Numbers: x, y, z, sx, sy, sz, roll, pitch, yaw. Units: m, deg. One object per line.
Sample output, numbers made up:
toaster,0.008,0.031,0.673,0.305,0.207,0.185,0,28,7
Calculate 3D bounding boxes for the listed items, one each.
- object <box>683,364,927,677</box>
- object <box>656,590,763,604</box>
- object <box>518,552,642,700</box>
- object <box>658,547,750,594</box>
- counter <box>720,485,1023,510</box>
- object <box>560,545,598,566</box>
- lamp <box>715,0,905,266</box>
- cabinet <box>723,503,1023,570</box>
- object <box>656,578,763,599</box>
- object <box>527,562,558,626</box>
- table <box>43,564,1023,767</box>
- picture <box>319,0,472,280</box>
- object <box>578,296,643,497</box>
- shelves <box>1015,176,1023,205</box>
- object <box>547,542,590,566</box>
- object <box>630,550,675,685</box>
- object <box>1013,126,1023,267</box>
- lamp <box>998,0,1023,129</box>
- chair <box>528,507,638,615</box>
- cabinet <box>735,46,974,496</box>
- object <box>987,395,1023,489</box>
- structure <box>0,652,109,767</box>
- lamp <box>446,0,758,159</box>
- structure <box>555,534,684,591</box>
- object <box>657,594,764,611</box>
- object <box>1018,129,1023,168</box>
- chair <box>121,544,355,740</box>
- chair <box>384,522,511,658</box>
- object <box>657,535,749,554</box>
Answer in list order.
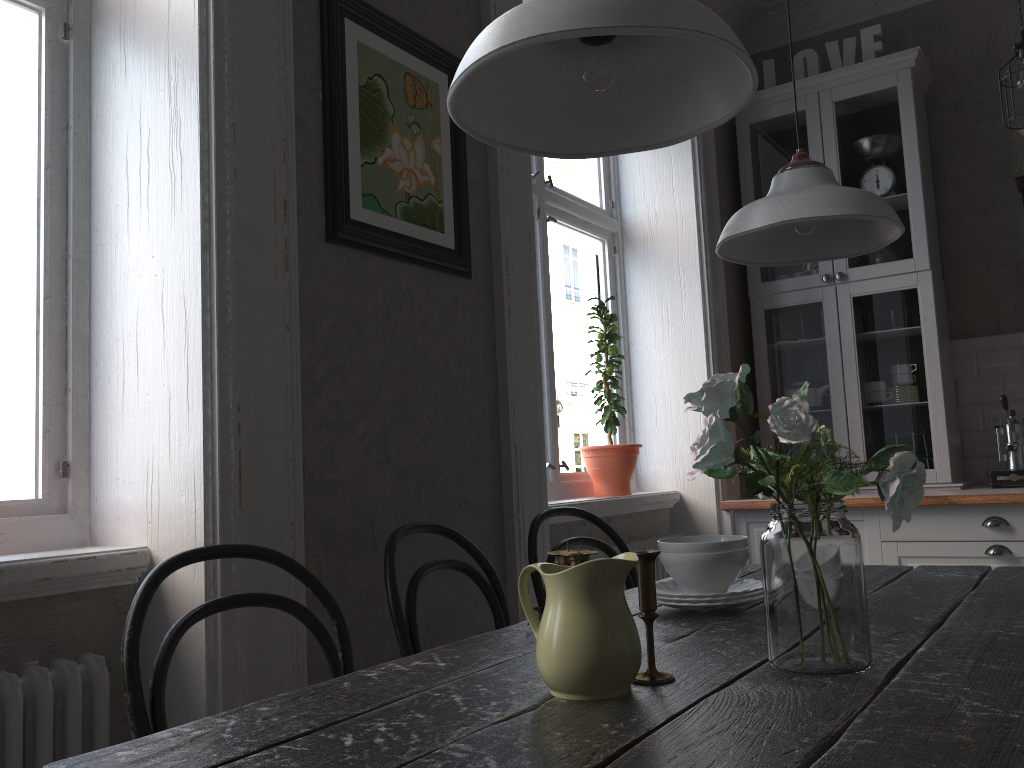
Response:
object,0.396,0.173,1.195,0.306,0.414,0.256,-6,-7,31
object,0.382,0.416,1.738,0.237,0.027,0.237,-3,-6,1
object,0.089,0.306,1.136,0.150,0.170,0.135,-2,-6,-6
object,0.380,0.372,1.742,0.177,0.094,0.182,-6,-6,24
counter,1.713,0.304,2.167,3.101,0.039,3.456,-7,-7,33
object,0.100,0.318,1.272,0.063,0.172,0.061,1,-7,-35
lamp,0.574,-1.211,1.943,0.371,1.858,0.387,-8,-8,40
cabinet,2.188,0.677,2.013,2.004,0.854,4.162,-2,-6,-10
object,0.382,0.408,1.739,0.242,0.027,0.233,1,-7,-34
object,0.107,0.387,1.641,0.138,0.112,0.141,-4,-6,15
table,0.434,0.776,1.465,0.887,0.735,1.957,-7,-7,33
picture,-0.272,-0.606,2.205,0.019,0.619,0.531,-7,-7,33
object,0.385,0.044,3.587,0.265,0.813,0.255,1,-7,-30
shelves,2.770,-0.480,3.481,1.291,0.923,0.233,-7,-7,32
object,0.091,0.329,1.365,0.095,0.172,0.097,-4,-6,14
object,0.181,0.307,1.177,0.060,0.167,0.058,3,-8,-43
object,2.268,-0.740,3.739,0.334,0.674,0.338,-3,-6,1
lamp,1.537,-1.662,2.775,0.147,1.734,0.146,-3,-6,0
chair,0.334,0.758,2.148,0.447,0.920,0.537,3,-8,-44
cabinet,1.545,-0.444,4.101,0.862,1.920,0.395,-6,-7,32
object,2.036,0.235,3.605,0.202,0.370,0.360,-7,-7,33
structure,-1.063,0.660,1.096,0.146,0.428,1.246,-6,-7,31
lamp,0.067,-1.263,1.187,0.384,1.858,0.374,-1,-6,-19
structure,0.372,0.809,3.240,0.146,0.428,1.246,-6,-7,31
object,0.383,0.425,1.737,0.242,0.027,0.232,2,-8,-39
object,2.278,-0.991,3.769,0.177,0.216,0.187,3,-8,-43
chair,-0.268,0.698,1.274,0.538,0.920,0.447,-8,-8,40
chair,0.044,0.731,1.746,0.539,0.920,0.446,-6,-7,30
object,0.379,0.352,1.744,0.177,0.094,0.182,-6,-6,24
